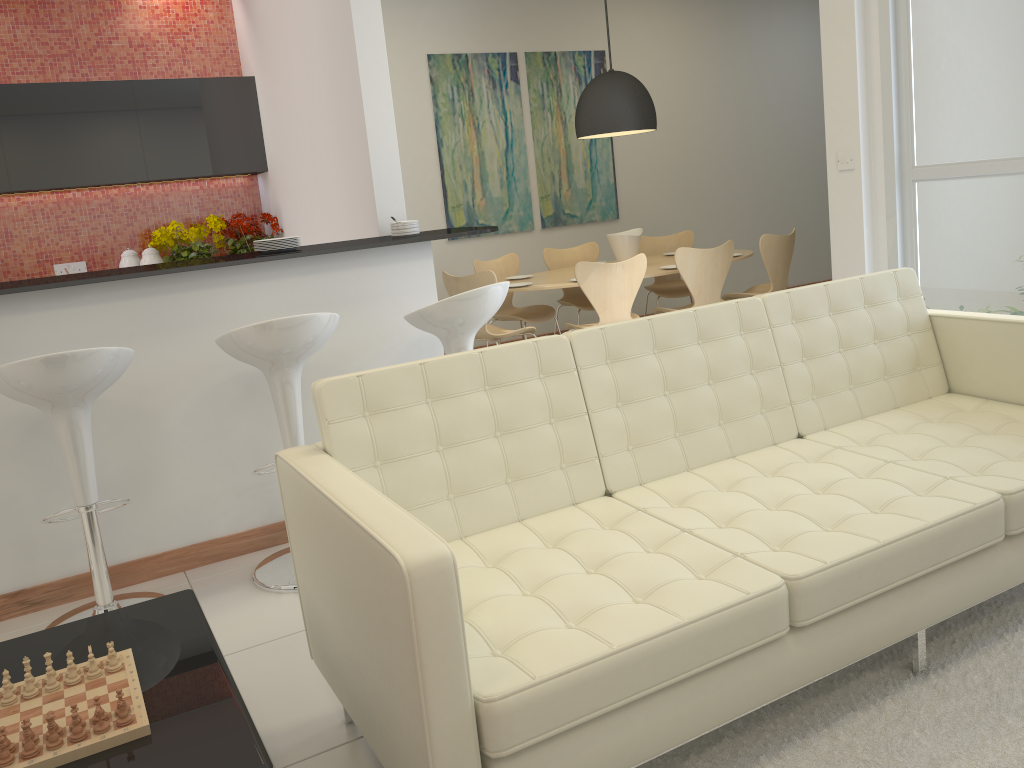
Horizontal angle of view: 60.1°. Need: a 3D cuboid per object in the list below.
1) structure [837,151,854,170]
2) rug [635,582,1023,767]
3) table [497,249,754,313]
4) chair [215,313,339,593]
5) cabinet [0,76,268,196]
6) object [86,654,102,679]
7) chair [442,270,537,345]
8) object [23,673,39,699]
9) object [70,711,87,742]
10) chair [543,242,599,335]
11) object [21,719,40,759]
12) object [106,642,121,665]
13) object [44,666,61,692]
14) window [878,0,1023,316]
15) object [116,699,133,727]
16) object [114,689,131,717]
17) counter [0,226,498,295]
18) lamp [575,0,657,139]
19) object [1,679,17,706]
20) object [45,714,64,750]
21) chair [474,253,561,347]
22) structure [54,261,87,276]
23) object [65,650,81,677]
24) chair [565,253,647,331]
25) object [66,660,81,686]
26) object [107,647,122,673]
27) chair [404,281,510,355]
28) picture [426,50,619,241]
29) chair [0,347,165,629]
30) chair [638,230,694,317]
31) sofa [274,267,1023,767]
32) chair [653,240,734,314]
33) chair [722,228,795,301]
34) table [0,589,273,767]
[{"bbox_3d":[1.981,-1.327,5.263,0.013,0.103,0.114,-11,12,-27],"label":"structure"},{"bbox_3d":[1.255,0.906,1.593,3.342,0.004,2.457,-12,13,-25],"label":"rug"},{"bbox_3d":[0.886,-0.518,6.698,2.272,0.722,1.287,-12,13,-26],"label":"table"},{"bbox_3d":[-0.829,0.227,3.380,0.458,1.012,0.468,-9,10,-16],"label":"chair"},{"bbox_3d":[-3.259,-1.550,5.657,3.257,0.653,0.353,-12,11,-27],"label":"cabinet"},{"bbox_3d":[-0.892,0.598,1.882,0.030,0.049,0.030,-10,10,-19],"label":"object"},{"bbox_3d":[-0.115,-0.337,5.934,0.519,0.898,0.522,-15,13,-42],"label":"chair"},{"bbox_3d":[-0.997,0.620,1.828,0.030,0.049,0.030,-10,10,-19],"label":"object"},{"bbox_3d":[-0.814,0.636,1.653,0.030,0.054,0.030,-9,10,-19],"label":"object"},{"bbox_3d":[0.590,-0.662,7.101,0.523,0.898,0.519,-10,11,-23],"label":"chair"},{"bbox_3d":[-0.884,0.644,1.616,0.030,0.069,0.030,-9,10,-20],"label":"object"},{"bbox_3d":[-0.875,0.587,1.936,0.030,0.043,0.030,-10,11,-19],"label":"object"},{"bbox_3d":[-0.962,0.613,1.846,0.030,0.049,0.030,-10,10,-19],"label":"object"},{"bbox_3d":[3.021,-1.098,3.660,0.122,2.689,3.452,-11,12,-27],"label":"window"},{"bbox_3d":[-0.743,0.626,1.691,0.030,0.043,0.030,-10,11,-19],"label":"object"},{"bbox_3d":[-0.762,0.618,1.725,0.030,0.049,0.030,-10,10,-19],"label":"object"},{"bbox_3d":[-1.423,-0.487,3.690,2.978,0.019,0.740,-12,14,-27],"label":"counter"},{"bbox_3d":[0.690,-2.556,6.375,0.596,1.480,0.597,-10,10,-25],"label":"lamp"},{"bbox_3d":[-1.032,0.628,1.810,0.030,0.049,0.030,-10,10,-19],"label":"object"},{"bbox_3d":[-0.849,0.639,1.634,0.030,0.063,0.030,-9,10,-19],"label":"object"},{"bbox_3d":[0.054,-0.523,6.718,0.516,0.898,0.525,3,13,41],"label":"chair"},{"bbox_3d":[-3.018,-0.779,6.057,0.199,0.098,0.016,-12,11,-27],"label":"structure"},{"bbox_3d":[-0.946,0.597,1.899,0.030,0.054,0.030,-9,10,-19],"label":"object"},{"bbox_3d":[0.609,-0.388,5.822,0.523,0.898,0.519,-10,10,-20],"label":"chair"},{"bbox_3d":[-0.927,0.605,1.864,0.030,0.049,0.030,-10,10,-19],"label":"object"},{"bbox_3d":[-0.857,0.590,1.901,0.030,0.049,0.030,-10,10,-19],"label":"object"},{"bbox_3d":[-0.189,0.088,3.717,0.460,1.012,0.466,-14,13,-41],"label":"chair"},{"bbox_3d":[0.146,-2.088,7.641,1.746,1.493,0.020,-12,10,-27],"label":"picture"},{"bbox_3d":[-1.469,0.366,3.047,0.458,1.012,0.468,-9,10,-16],"label":"chair"},{"bbox_3d":[1.333,-0.794,7.351,0.521,0.898,0.520,-7,10,-3],"label":"chair"},{"bbox_3d":[0.735,0.273,2.597,2.576,0.914,1.006,-12,12,-27],"label":"sofa"},{"bbox_3d":[1.250,-0.521,6.125,0.523,0.898,0.518,-11,11,-27],"label":"chair"},{"bbox_3d":[1.825,-0.666,6.521,0.517,0.898,0.525,4,14,45],"label":"chair"},{"bbox_3d":[-0.918,0.873,1.822,0.704,0.418,0.922,-12,13,-27],"label":"table"}]
